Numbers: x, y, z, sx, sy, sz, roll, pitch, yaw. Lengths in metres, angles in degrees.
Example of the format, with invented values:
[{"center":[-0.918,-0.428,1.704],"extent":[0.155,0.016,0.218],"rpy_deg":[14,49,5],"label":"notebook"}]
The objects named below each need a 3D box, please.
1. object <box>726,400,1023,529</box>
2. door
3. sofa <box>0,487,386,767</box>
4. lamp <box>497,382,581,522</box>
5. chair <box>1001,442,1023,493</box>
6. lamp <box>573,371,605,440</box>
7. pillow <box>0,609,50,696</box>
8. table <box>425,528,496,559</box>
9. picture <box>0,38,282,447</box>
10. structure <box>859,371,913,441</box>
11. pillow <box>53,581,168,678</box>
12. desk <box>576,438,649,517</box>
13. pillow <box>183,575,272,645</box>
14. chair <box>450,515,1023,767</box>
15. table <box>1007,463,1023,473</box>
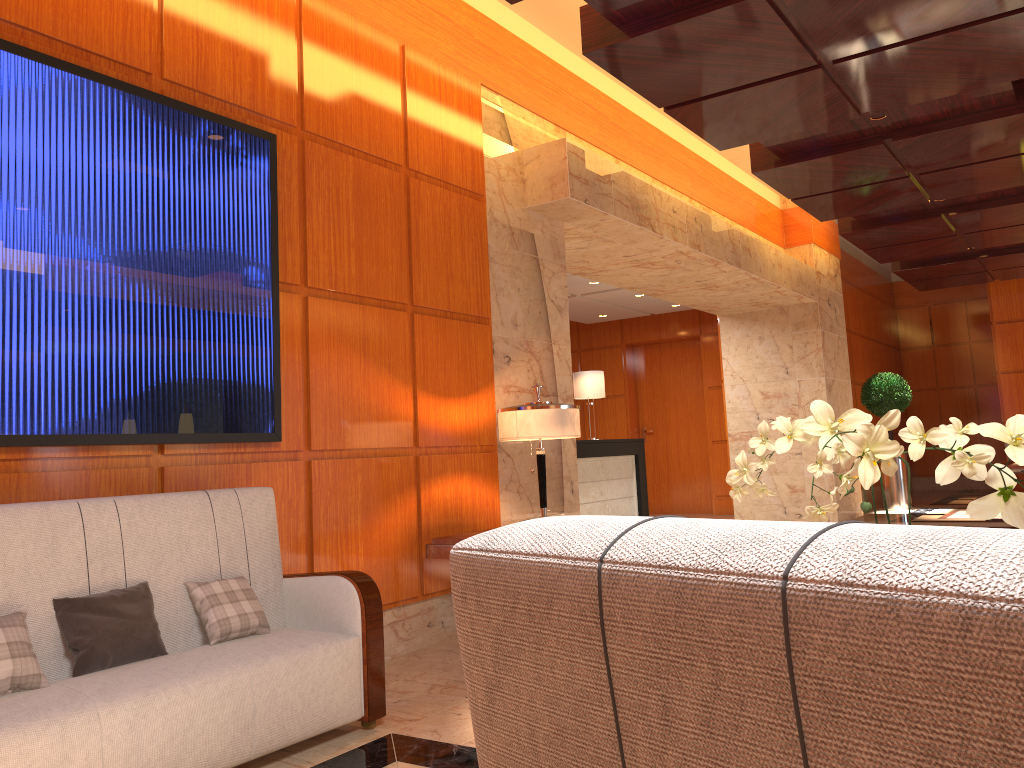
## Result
[{"center":[0.896,0.334,1.990],"extent":[0.788,0.620,0.416],"rpy_deg":[-4,-6,11],"label":"object"},{"center":[2.476,0.656,13.702],"extent":[1.283,2.709,0.340],"rpy_deg":[-7,-8,33],"label":"door"},{"center":[-1.257,0.842,2.910],"extent":[0.611,0.936,1.795],"rpy_deg":[-7,-7,34],"label":"sofa"},{"center":[0.160,0.393,4.863],"extent":[0.457,0.814,0.458],"rpy_deg":[-9,-9,43],"label":"lamp"},{"center":[7.759,1.217,13.106],"extent":[0.738,0.965,0.626],"rpy_deg":[-2,-6,-7],"label":"chair"},{"center":[0.938,0.268,10.621],"extent":[0.372,0.824,0.371],"rpy_deg":[1,-8,-31],"label":"lamp"},{"center":[-1.546,0.798,2.561],"extent":[0.194,0.228,0.343],"rpy_deg":[-8,-7,39],"label":"pillow"},{"center":[0.213,1.109,4.928],"extent":[0.724,0.609,1.268],"rpy_deg":[-7,-6,34],"label":"table"},{"center":[-1.664,-0.498,3.314],"extent":[0.056,1.459,1.992],"rpy_deg":[-7,-7,34],"label":"picture"},{"center":[5.420,0.664,12.728],"extent":[0.721,1.720,0.719],"rpy_deg":[-4,-7,12],"label":"structure"},{"center":[-1.327,0.809,2.937],"extent":[0.160,0.254,0.357],"rpy_deg":[-6,-6,30],"label":"pillow"},{"center":[0.436,1.216,9.821],"extent":[0.939,1.146,2.920],"rpy_deg":[-7,-6,34],"label":"desk"},{"center":[-1.047,0.838,3.285],"extent":[0.202,0.231,0.273],"rpy_deg":[-7,-7,36],"label":"pillow"},{"center":[0.376,0.567,0.662],"extent":[0.628,0.965,0.735],"rpy_deg":[2,-8,-37],"label":"chair"},{"center":[4.578,0.951,6.503],"extent":[1.597,0.748,1.597],"rpy_deg":[-6,-6,34],"label":"table"}]
